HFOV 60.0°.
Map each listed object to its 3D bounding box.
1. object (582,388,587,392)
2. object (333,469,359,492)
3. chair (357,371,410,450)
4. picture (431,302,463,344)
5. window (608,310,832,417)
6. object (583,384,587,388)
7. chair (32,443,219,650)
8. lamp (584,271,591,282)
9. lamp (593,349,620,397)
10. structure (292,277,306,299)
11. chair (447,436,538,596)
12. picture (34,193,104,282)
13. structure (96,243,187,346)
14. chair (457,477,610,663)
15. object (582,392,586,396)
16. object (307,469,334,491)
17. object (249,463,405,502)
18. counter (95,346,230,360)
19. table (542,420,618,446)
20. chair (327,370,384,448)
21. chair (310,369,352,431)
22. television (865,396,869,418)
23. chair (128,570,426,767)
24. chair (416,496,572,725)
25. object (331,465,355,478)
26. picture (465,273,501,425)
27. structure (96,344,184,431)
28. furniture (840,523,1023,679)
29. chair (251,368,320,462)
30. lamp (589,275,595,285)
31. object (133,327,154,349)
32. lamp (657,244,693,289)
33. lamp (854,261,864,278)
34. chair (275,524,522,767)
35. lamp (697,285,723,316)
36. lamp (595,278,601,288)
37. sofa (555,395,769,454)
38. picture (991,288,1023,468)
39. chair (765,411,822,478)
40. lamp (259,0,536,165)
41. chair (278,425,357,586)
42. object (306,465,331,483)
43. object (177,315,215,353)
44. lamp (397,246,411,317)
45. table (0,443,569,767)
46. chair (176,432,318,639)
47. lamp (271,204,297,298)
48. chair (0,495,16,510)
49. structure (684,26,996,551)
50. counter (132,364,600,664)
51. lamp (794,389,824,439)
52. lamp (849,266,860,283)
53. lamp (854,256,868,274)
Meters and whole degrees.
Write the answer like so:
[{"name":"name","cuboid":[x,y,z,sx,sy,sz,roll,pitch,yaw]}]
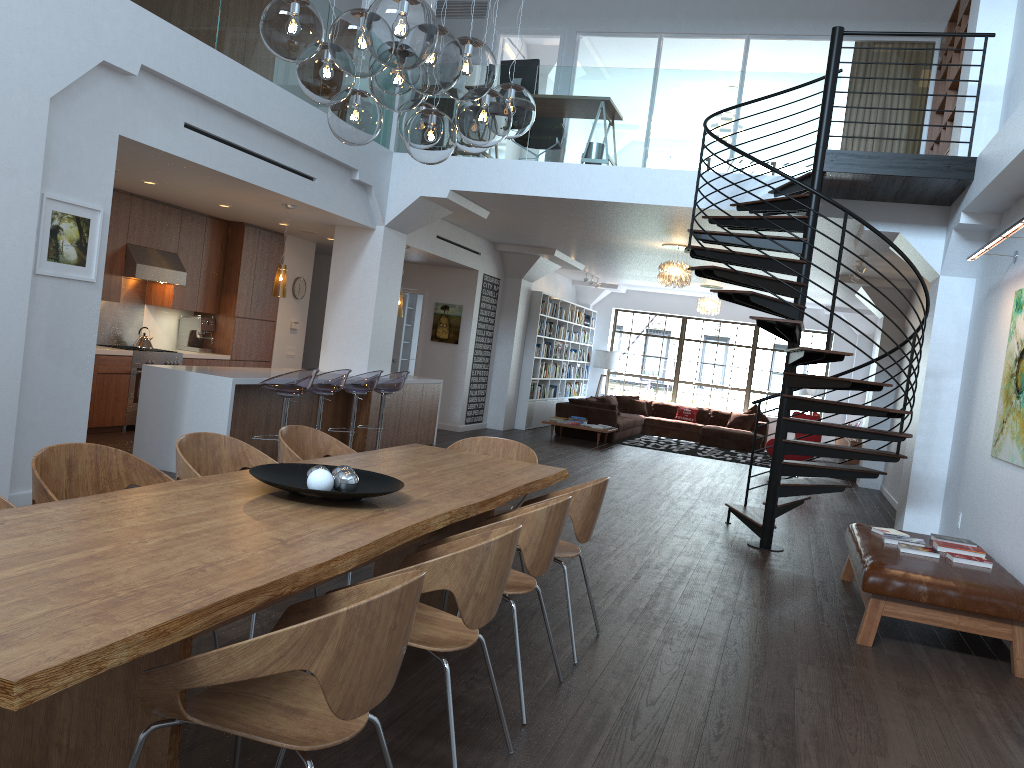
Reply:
[{"name":"object","cuboid":[1.443,0.114,19.450,0.331,0.088,0.410,8,2,17]},{"name":"object","cuboid":[-0.635,0.377,3.392,0.100,0.100,0.100,6,3,-28]},{"name":"chair","cuboid":[-1.378,0.336,9.334,0.481,1.014,0.530,8,3,19]},{"name":"picture","cuboid":[-1.010,-0.938,13.709,0.450,0.600,0.030,8,2,17]},{"name":"window","cuboid":[4.450,-0.421,19.466,4.648,1.905,0.114,8,2,17]},{"name":"object","cuboid":[1.447,0.026,19.449,0.316,0.088,0.410,8,2,17]},{"name":"chair","cuboid":[-1.463,0.674,3.279,0.618,0.833,0.629,8,2,17]},{"name":"lamp","cuboid":[1.409,-2.026,16.800,0.120,0.211,0.111,5,3,-38]},{"name":"lamp","cuboid":[2.006,0.055,19.599,0.545,1.579,0.545,8,2,6]},{"name":"structure","cuboid":[-2.907,-1.309,12.123,0.040,0.300,0.300,8,2,17]},{"name":"chair","cuboid":[-0.184,0.753,5.282,0.629,0.833,0.618,8,2,12]},{"name":"picture","cuboid":[-2.867,-0.936,5.751,0.018,0.500,0.500,8,2,17]},{"name":"structure","cuboid":[-4.094,-0.941,9.748,0.529,1.110,0.811,8,2,17]},{"name":"chair","cuboid":[0.137,0.830,4.387,0.617,0.830,0.629,8,2,17]},{"name":"object","cuboid":[1.432,0.201,19.454,0.331,0.088,0.410,8,2,17]},{"name":"object","cuboid":[-0.721,0.370,3.340,0.100,0.100,0.100,6,3,-28]},{"name":"object","cuboid":[-0.716,0.392,3.436,0.592,0.066,0.592,6,3,-25]},{"name":"counter","cuboid":[-4.405,-0.360,8.892,0.600,0.050,4.387,8,2,17]},{"name":"table","cuboid":[1.117,0.808,14.667,1.100,0.271,0.853,8,2,17]},{"name":"chair","cuboid":[-1.568,0.337,8.733,0.481,1.014,0.530,8,2,15]},{"name":"chair","cuboid":[-1.776,0.336,8.131,0.481,1.014,0.530,8,2,15]},{"name":"television","cuboid":[6.376,0.230,15.708,0.013,0.816,1.324,8,2,17]},{"name":"chair","cuboid":[-0.560,0.835,2.182,0.618,0.833,0.629,8,2,17]},{"name":"chair","cuboid":[-0.101,0.832,3.656,0.618,0.833,0.629,8,3,19]},{"name":"object","cuboid":[-0.663,0.369,3.489,0.100,0.100,0.100,6,3,-28]},{"name":"picture","cuboid":[-0.460,-0.541,14.217,0.021,2.380,0.800,8,3,18]},{"name":"structure","cuboid":[-4.158,0.062,9.769,0.662,0.919,0.811,8,2,17]},{"name":"furniture","cuboid":[2.643,1.288,5.675,0.907,0.453,1.819,8,2,17]},{"name":"chair","cuboid":[-1.940,0.341,7.519,0.481,1.014,0.530,8,3,19]},{"name":"lamp","cuboid":[1.562,-2.026,17.283,0.120,0.211,0.111,6,3,-23]},{"name":"object","cuboid":[-4.156,-0.529,10.019,0.222,0.235,0.222,7,2,-8]},{"name":"lamp","cuboid":[2.161,-1.543,11.707,0.442,0.539,0.441,6,3,-30]},{"name":"lamp","cuboid":[4.294,-1.414,10.985,0.120,0.211,0.111,6,3,-23]},{"name":"chair","cuboid":[-0.312,0.835,2.922,0.618,0.833,0.629,8,2,17]},{"name":"lamp","cuboid":[3.686,-1.551,16.533,0.442,0.539,0.441,6,3,-30]},{"name":"lamp","cuboid":[1.719,-2.027,17.777,0.120,0.211,0.111,7,2,-8]},{"name":"sofa","cuboid":[2.990,0.762,16.735,3.481,0.664,4.197,8,2,17]},{"name":"picture","cuboid":[3.387,-0.073,5.886,0.010,1.200,1.095,8,2,17]},{"name":"chair","cuboid":[4.340,0.892,13.654,0.801,1.006,0.798,9,3,43]},{"name":"lamp","cuboid":[-0.316,-2.029,3.632,0.849,2.140,1.787,8,2,16]},{"name":"chair","cuboid":[-0.981,0.674,4.747,0.618,0.833,0.629,8,2,15]},{"name":"object","cuboid":[-0.749,0.366,3.439,0.100,0.100,0.100,6,3,-28]},{"name":"object","cuboid":[-3.801,-0.611,10.848,0.439,0.455,0.284,8,2,17]},{"name":"lamp","cuboid":[-1.411,-1.303,11.272,0.149,0.900,0.149,6,3,-28]},{"name":"table","cuboid":[-0.768,0.797,3.447,1.012,0.750,3.803,8,2,18]},{"name":"chair","cuboid":[-1.233,0.672,4.008,0.618,0.833,0.629,8,2,17]},{"name":"lamp","cuboid":[-1.053,-1.636,9.396,2.842,1.807,0.149,6,3,-33]},{"name":"chair","cuboid":[-1.694,0.675,2.547,0.618,0.833,0.629,8,2,17]},{"name":"structure","cuboid":[2.418,-0.780,7.411,1.998,4.352,1.998,6,3,-22]},{"name":"counter","cuboid":[-1.700,0.441,7.782,3.039,0.860,8.182,7,2,-12]},{"name":"lamp","cuboid":[6.051,0.629,18.213,0.545,1.579,0.545,9,3,28]},{"name":"lamp","cuboid":[4.447,-1.414,11.468,0.120,0.211,0.111,5,3,-38]},{"name":"lamp","cuboid":[4.137,-1.413,10.491,0.120,0.211,0.111,7,2,-8]}]
